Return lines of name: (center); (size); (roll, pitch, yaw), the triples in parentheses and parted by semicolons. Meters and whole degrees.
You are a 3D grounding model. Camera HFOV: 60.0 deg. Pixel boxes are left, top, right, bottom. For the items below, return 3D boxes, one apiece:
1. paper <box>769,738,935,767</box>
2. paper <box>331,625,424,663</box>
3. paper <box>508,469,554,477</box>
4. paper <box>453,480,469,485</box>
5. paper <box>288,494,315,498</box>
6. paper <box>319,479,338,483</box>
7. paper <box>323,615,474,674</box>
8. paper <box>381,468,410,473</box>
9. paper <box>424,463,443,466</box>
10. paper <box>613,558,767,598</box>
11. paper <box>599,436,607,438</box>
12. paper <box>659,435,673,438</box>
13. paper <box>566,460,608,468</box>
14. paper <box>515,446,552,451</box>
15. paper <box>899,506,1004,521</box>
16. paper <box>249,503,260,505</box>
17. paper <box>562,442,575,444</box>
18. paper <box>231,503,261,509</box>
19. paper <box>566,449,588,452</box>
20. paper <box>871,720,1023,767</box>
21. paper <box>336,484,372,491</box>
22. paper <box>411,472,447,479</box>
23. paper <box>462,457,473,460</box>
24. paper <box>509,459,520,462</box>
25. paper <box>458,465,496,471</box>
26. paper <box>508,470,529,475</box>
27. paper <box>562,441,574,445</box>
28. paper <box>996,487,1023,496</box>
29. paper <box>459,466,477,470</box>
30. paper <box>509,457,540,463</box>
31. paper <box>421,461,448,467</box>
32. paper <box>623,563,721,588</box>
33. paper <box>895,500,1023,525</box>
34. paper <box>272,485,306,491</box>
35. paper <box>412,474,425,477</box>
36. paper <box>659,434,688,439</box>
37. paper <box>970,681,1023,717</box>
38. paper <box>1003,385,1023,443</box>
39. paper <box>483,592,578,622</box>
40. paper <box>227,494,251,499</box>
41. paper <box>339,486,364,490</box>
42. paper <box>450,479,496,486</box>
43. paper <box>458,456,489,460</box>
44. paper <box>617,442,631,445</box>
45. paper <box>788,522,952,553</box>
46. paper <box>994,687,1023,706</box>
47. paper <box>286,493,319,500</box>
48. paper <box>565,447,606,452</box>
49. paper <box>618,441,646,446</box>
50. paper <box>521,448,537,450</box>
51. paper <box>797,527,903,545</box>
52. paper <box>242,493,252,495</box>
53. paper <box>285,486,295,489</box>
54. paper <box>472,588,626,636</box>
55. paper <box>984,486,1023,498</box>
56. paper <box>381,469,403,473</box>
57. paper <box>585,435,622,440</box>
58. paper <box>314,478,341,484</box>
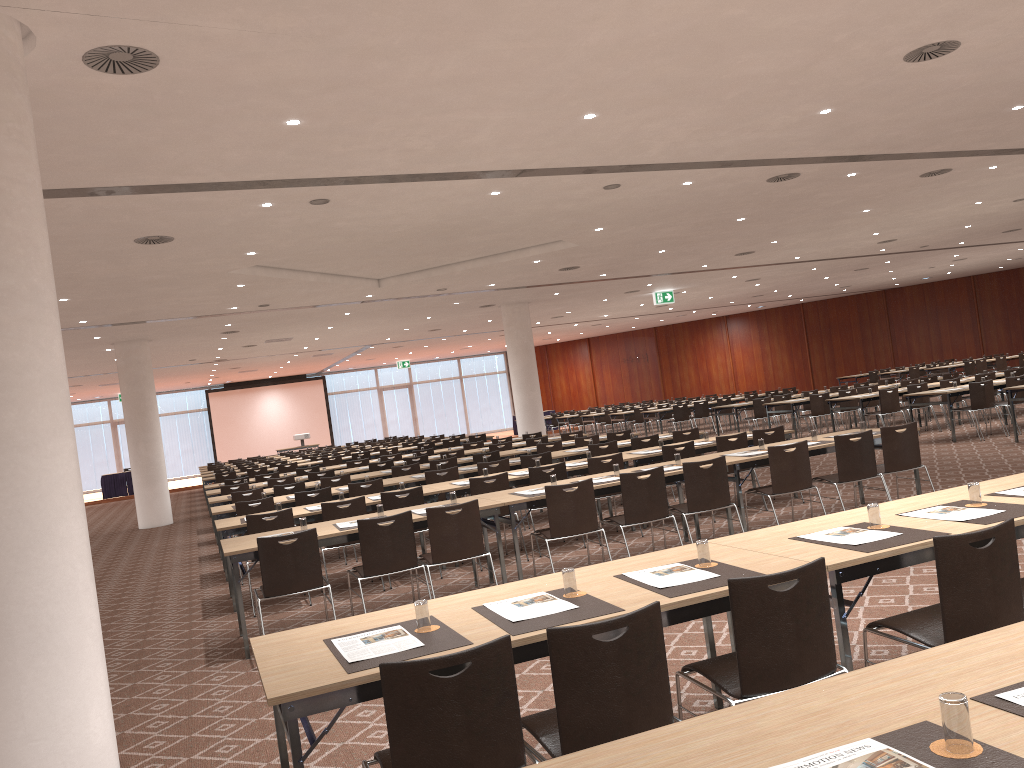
paper: (0.732, 0.798, 1.758); (0.283, 0.006, 0.398); (-8, -1, -19)
paper: (-0.524, 0.996, 3.415); (0.283, 0.006, 0.398); (-7, -1, -21)
paper: (0.202, 1.002, 10.055); (0.460, 0.003, 0.566); (-7, -1, -21)
paper: (-0.492, 1.091, 9.883); (0.283, 0.006, 0.398); (-8, -1, -19)
paper: (-2.658, 1.408, 11.202); (0.283, 0.006, 0.398); (-7, -1, -21)
paper: (-2.741, 1.451, 13.279); (0.283, 0.006, 0.398); (-8, -1, -19)
paper: (-0.452, 0.990, 3.406); (0.460, 0.003, 0.566); (-7, -1, -21)
paper: (-1.751, 1.324, 13.595); (0.460, 0.003, 0.566); (-8, -1, -19)
paper: (-1.216, 1.251, 13.855); (0.283, 0.006, 0.398); (-7, -1, -22)
paper: (0.760, 0.830, 3.834); (0.460, 0.003, 0.566); (-8, -1, -17)
paper: (1.491, 0.896, 14.877); (0.283, 0.006, 0.398); (-8, -1, -19)
paper: (2.177, 0.772, 12.985); (0.283, 0.006, 0.398); (-7, -1, -23)
paper: (0.794, 0.925, 10.285); (0.460, 0.003, 0.566); (-7, -1, -21)
paper: (0.361, 1.047, 14.383); (0.460, 0.003, 0.566); (-7, -1, -20)
paper: (2.180, 0.641, 4.406); (0.283, 0.006, 0.398); (-7, -1, -21)
paper: (-3.260, 1.487, 10.974); (0.283, 0.006, 0.398); (-8, -1, -18)
paper: (0.878, 0.976, 14.624); (0.283, 0.006, 0.398); (-7, -1, -23)
paper: (-3.200, 1.482, 10.911); (0.460, 0.003, 0.566); (-7, -1, -21)
paper: (0.945, 0.934, 12.534); (0.283, 0.006, 0.398); (-8, -1, -19)
paper: (0.832, 0.788, 1.700); (0.460, 0.003, 0.566); (-8, -1, -19)
paper: (-2.007, 1.325, 11.376); (0.460, 0.003, 0.566); (-8, -1, -19)
paper: (-1.081, 1.204, 11.713); (0.460, 0.003, 0.566); (-8, -1, -19)
paper: (-0.641, 1.176, 14.072); (0.283, 0.006, 0.398); (-7, -1, -20)
paper: (0.046, 1.052, 12.180); (0.283, 0.006, 0.398); (-7, -1, -21)
paper: (-0.498, 1.127, 11.949); (0.460, 0.003, 0.566); (-8, -1, -18)
paper: (0.149, 1.006, 10.112); (0.283, 0.006, 0.398); (-8, -1, -19)
paper: (0.947, 0.970, 14.588); (0.460, 0.003, 0.566); (-7, -1, -21)
paper: (2.796, 0.560, 4.639); (0.283, 0.006, 0.398); (-8, -1, -18)
paper: (-0.561, 1.132, 11.974); (0.283, 0.006, 0.398); (-7, -1, -21)
paper: (0.138, 1.044, 12.176); (0.460, 0.003, 0.566); (-8, -1, -18)
paper: (-1.146, 1.244, 13.793); (0.460, 0.003, 0.566); (-8, -1, -19)
paper: (0.690, 0.837, 3.889); (0.283, 0.006, 0.398); (-8, -1, -16)
paper: (2.283, 0.630, 4.385); (0.460, 0.003, 0.566); (-8, -1, -19)
paper: (-3.276, 1.525, 13.037); (0.460, 0.003, 0.566); (-7, -1, -20)
paper: (-1.149, 1.210, 11.772); (0.283, 0.006, 0.398); (-7, -1, -21)
paper: (2.257, 0.765, 12.957); (0.460, 0.003, 0.566); (-8, -1, -17)
paper: (1.410, 0.712, 1.945); (0.460, 0.003, 0.566); (-8, -1, -19)
paper: (8.681, 0.312, 13.327); (2.266, 0.833, 0.953); (-8, -1, -20)
paper: (0.071, 0.919, 3.674); (0.283, 0.006, 0.398); (-7, -1, -20)
paper: (-3.870, 1.603, 12.809); (0.460, 0.003, 0.566); (-7, -1, -20)
paper: (-2.055, 1.329, 11.420); (0.283, 0.006, 0.398); (-7, -1, -23)
paper: (-0.405, 1.082, 9.825); (0.460, 0.003, 0.566); (-7, -1, -20)
paper: (-0.568, 1.169, 14.032); (0.460, 0.003, 0.566); (-7, -1, -21)
paper: (1.573, 0.852, 12.749); (0.283, 0.006, 0.398); (-7, -1, -23)
paper: (1.656, 0.712, 4.148); (0.460, 0.003, 0.566); (-8, -1, -18)
paper: (1.352, 0.717, 1.980); (0.283, 0.006, 0.398); (-8, -1, -19)
paper: (-2.606, 1.405, 11.182); (0.460, 0.003, 0.566); (-8, -1, -17)
paper: (1.031, 0.926, 12.494); (0.460, 0.003, 0.566); (-7, -1, -21)
paper: (1.639, 0.846, 12.718); (0.460, 0.003, 0.566); (-8, -1, -19)
paper: (0.278, 1.055, 14.406); (0.283, 0.006, 0.398); (-7, -1, -21)
paper: (1.595, 0.718, 4.207); (0.283, 0.006, 0.398); (-7, -1, -22)
paper: (-3.930, 1.608, 12.864); (0.283, 0.006, 0.398); (-7, -1, -20)
paper: (-3.341, 1.530, 13.076); (0.283, 0.006, 0.398); (-7, -1, -21)
paper: (0.131, 0.913, 3.598); (0.460, 0.003, 0.566); (-8, -1, -19)
paper: (2.863, 0.554, 4.610); (0.460, 0.003, 0.566); (-7, -1, -22)
paper: (-1.848, 1.334, 13.646); (0.283, 0.006, 0.398); (-8, -1, -19)
paper: (1.546, 0.891, 14.797); (0.460, 0.003, 0.566); (-7, -1, -22)
paper: (-2.688, 1.448, 13.249); (0.460, 0.003, 0.566); (-7, -1, -20)
